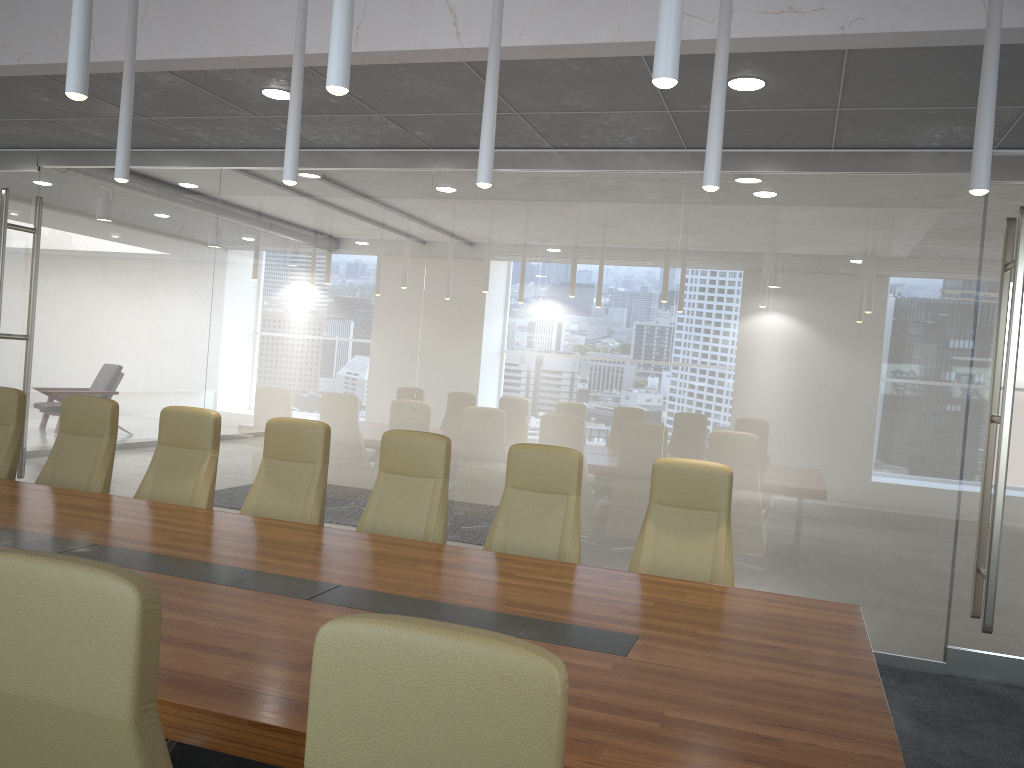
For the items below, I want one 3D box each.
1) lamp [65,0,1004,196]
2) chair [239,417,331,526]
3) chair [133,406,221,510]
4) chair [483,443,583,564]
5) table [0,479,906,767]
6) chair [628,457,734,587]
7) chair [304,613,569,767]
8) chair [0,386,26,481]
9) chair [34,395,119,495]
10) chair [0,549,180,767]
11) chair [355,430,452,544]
[{"bbox_3d":[-1.659,-2.189,3.780,7.258,2.378,2.619,5,1,18],"label":"lamp"},{"bbox_3d":[-1.508,0.912,5.091,0.711,1.406,0.955,5,1,18],"label":"chair"},{"bbox_3d":[-2.263,0.847,5.335,0.711,1.406,0.955,5,1,18],"label":"chair"},{"bbox_3d":[0.005,1.042,4.602,0.711,1.406,0.955,5,1,18],"label":"chair"},{"bbox_3d":[-1.925,1.161,3.851,6.500,0.895,2.300,5,1,18],"label":"table"},{"bbox_3d":[0.798,1.109,4.417,0.711,1.406,0.955,5,1,18],"label":"chair"},{"bbox_3d":[-0.039,1.096,1.880,0.711,1.406,0.955,5,1,18],"label":"chair"},{"bbox_3d":[-3.788,0.716,5.828,0.711,1.406,0.955,5,1,18],"label":"chair"},{"bbox_3d":[-3.030,0.781,5.583,0.711,1.406,0.955,5,1,18],"label":"chair"},{"bbox_3d":[-0.783,1.032,2.120,0.711,1.406,0.955,5,1,18],"label":"chair"},{"bbox_3d":[-0.750,0.977,4.846,0.711,1.406,0.955,5,1,18],"label":"chair"}]
